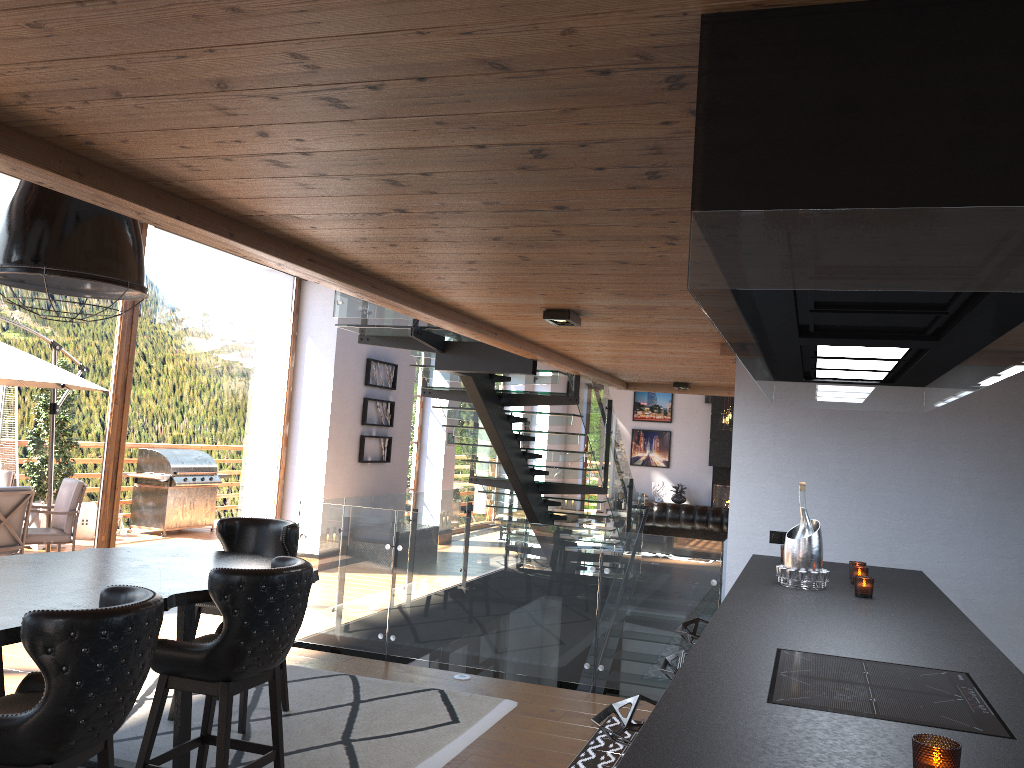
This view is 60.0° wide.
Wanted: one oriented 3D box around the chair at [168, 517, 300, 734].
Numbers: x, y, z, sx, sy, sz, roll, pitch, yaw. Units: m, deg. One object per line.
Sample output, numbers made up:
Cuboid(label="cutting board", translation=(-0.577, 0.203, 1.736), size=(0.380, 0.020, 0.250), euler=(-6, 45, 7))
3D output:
Cuboid(label="chair", translation=(-1.536, 1.333, 5.048), size=(0.501, 1.093, 0.571), euler=(3, -5, 17))

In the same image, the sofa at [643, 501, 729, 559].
Cuboid(label="sofa", translation=(3.112, 2.363, 14.259), size=(2.549, 0.839, 1.246), euler=(3, -4, 17))

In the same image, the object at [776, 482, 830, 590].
Cuboid(label="object", translation=(1.287, 0.661, 3.905), size=(0.224, 0.453, 0.226), euler=(2, -5, 18))

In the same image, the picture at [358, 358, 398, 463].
Cuboid(label="picture", translation=(-1.724, 0.361, 11.479), size=(0.059, 1.314, 0.778), euler=(2, -5, 19))

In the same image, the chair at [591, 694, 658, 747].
Cuboid(label="chair", translation=(0.467, 1.441, 2.677), size=(0.465, 0.840, 0.543), euler=(2, -5, 24))

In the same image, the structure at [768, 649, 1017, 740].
Cuboid(label="structure", translation=(0.913, 0.764, 2.214), size=(0.501, 0.017, 0.614), euler=(3, -4, 18))

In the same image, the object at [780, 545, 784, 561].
Cuboid(label="object", translation=(1.492, 0.918, 4.799), size=(0.080, 0.081, 0.078), euler=(7, -5, -36))

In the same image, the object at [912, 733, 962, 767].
Cuboid(label="object", translation=(0.734, 0.659, 1.534), size=(0.080, 0.081, 0.078), euler=(6, -5, -27))

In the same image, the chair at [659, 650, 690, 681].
Cuboid(label="chair", translation=(0.788, 1.509, 3.400), size=(0.466, 0.840, 0.541), euler=(3, -4, 15))

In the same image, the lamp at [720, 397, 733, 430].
Cuboid(label="lamp", translation=(4.037, -0.250, 16.502), size=(0.260, 2.204, 0.805), euler=(3, -4, 10))

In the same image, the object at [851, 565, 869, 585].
Cuboid(label="object", translation=(1.593, 0.878, 4.063), size=(0.080, 0.081, 0.078), euler=(5, -4, -17))

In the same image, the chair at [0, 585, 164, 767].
Cuboid(label="chair", translation=(-1.410, 1.190, 2.682), size=(0.568, 1.093, 0.504), euler=(4, -4, 2))

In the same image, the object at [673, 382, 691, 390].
Cuboid(label="object", translation=(1.811, 0.016, 9.439), size=(0.154, 0.068, 0.262), euler=(3, -4, 19))

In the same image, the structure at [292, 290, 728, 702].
Cuboid(label="structure", translation=(-2.202, 1.690, 8.764), size=(9.147, 6.406, 11.090), euler=(3, -4, 18))

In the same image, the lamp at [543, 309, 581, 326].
Cuboid(label="lamp", translation=(0.281, -0.374, 4.937), size=(0.154, 0.068, 0.262), euler=(3, -4, 19))

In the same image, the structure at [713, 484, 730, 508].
Cuboid(label="structure", translation=(4.721, 2.412, 18.652), size=(0.976, 0.515, 0.184), euler=(3, -5, 18))

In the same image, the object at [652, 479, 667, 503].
Cuboid(label="object", translation=(3.172, 2.311, 19.204), size=(0.260, 0.533, 0.424), euler=(5, -4, -13))

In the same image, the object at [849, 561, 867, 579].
Cuboid(label="object", translation=(1.654, 0.894, 4.243), size=(0.080, 0.081, 0.078), euler=(5, -4, -17))

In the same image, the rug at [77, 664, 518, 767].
Cuboid(label="rug", translation=(-2.030, 1.743, 3.392), size=(2.534, 0.047, 5.664), euler=(3, -4, 19))

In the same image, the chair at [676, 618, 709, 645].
Cuboid(label="chair", translation=(0.990, 1.569, 4.131), size=(0.466, 0.840, 0.542), euler=(2, -4, 18))

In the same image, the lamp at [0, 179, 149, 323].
Cuboid(label="lamp", translation=(-1.695, -2.597, 3.852), size=(0.627, 4.690, 0.615), euler=(6, -5, -26))

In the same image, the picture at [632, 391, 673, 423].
Cuboid(label="picture", translation=(3.142, 0.442, 19.761), size=(0.873, 0.817, 0.036), euler=(3, -5, 18))

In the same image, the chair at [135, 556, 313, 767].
Cuboid(label="chair", translation=(-1.147, 1.267, 3.611), size=(0.564, 1.093, 0.507), euler=(3, -5, 17))

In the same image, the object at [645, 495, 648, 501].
Cuboid(label="object", translation=(2.845, 2.481, 19.385), size=(0.279, 0.161, 0.260), euler=(2, -4, 21))

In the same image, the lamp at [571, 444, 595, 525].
Cuboid(label="lamp", translation=(1.701, 2.033, 18.844), size=(0.521, 1.901, 1.336), euler=(0, -6, 39))

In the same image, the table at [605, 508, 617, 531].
Cuboid(label="table", translation=(1.825, 2.454, 15.206), size=(0.403, 0.610, 0.420), euler=(2, -4, 18))

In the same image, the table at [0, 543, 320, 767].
Cuboid(label="table", translation=(-2.160, 1.261, 3.140), size=(1.419, 0.951, 3.819), euler=(3, -4, 19))

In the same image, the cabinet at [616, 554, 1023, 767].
Cuboid(label="cabinet", translation=(0.979, 1.339, 2.588), size=(0.882, 1.105, 4.829), euler=(2, -4, 19))

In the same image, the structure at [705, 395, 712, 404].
Cuboid(label="structure", translation=(4.310, 0.257, 19.326), size=(0.212, 0.350, 0.215), euler=(2, -5, 18))

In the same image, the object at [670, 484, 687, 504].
Cuboid(label="object", translation=(3.603, 2.362, 19.131), size=(0.337, 0.455, 0.337), euler=(0, -6, 44))

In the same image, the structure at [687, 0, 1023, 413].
Cuboid(label="structure", translation=(1.157, -0.243, 2.889), size=(0.706, 0.477, 3.269), euler=(2, -4, 19))

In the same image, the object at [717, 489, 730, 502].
Cuboid(label="object", translation=(3.874, 2.159, 15.661), size=(0.402, 0.809, 0.625), euler=(1, -5, 30))

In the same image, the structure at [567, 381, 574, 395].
Cuboid(label="structure", translation=(1.381, 0.123, 20.269), size=(0.212, 0.350, 0.215), euler=(2, -5, 18))

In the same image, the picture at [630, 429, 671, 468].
Cuboid(label="picture", translation=(3.074, 1.432, 19.683), size=(0.873, 0.817, 0.036), euler=(3, -5, 18))

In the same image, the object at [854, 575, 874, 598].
Cuboid(label="object", translation=(1.469, 0.847, 3.699), size=(0.080, 0.081, 0.078), euler=(5, -4, -17))

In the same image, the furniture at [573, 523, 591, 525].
Cuboid(label="furniture", translation=(0.526, 2.492, 15.809), size=(1.167, 0.437, 2.776), euler=(3, -4, 19))

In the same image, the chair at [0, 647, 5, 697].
Cuboid(label="chair", translation=(-2.647, 1.204, 4.039), size=(0.563, 1.093, 0.508), euler=(2, -5, 27))
